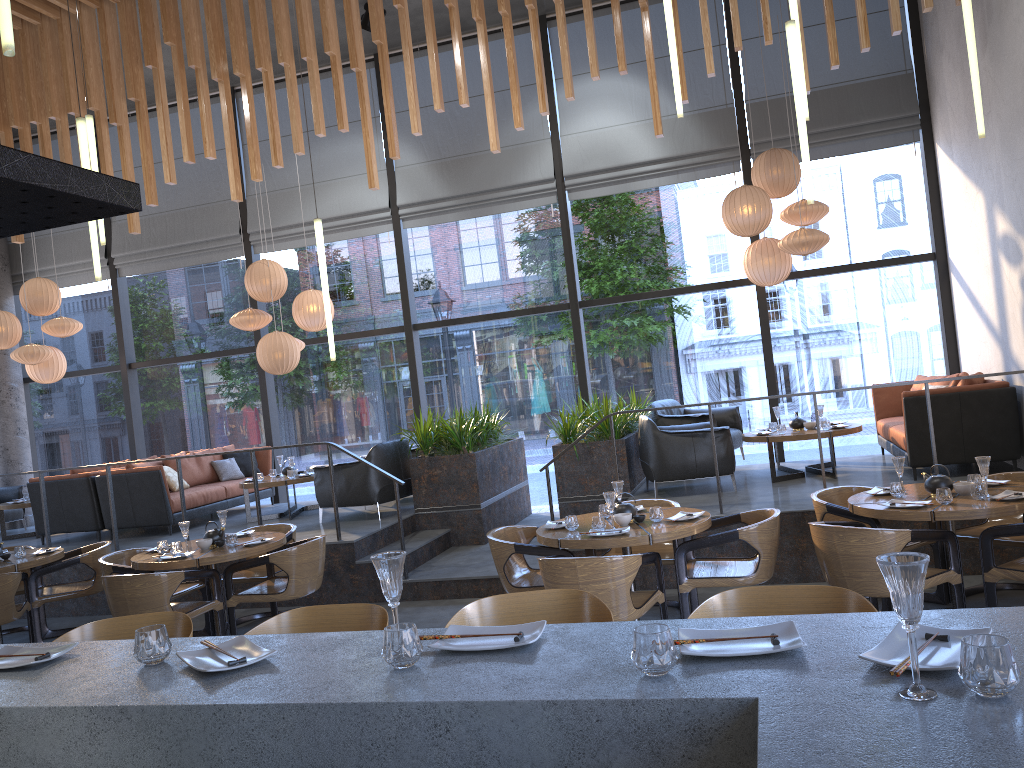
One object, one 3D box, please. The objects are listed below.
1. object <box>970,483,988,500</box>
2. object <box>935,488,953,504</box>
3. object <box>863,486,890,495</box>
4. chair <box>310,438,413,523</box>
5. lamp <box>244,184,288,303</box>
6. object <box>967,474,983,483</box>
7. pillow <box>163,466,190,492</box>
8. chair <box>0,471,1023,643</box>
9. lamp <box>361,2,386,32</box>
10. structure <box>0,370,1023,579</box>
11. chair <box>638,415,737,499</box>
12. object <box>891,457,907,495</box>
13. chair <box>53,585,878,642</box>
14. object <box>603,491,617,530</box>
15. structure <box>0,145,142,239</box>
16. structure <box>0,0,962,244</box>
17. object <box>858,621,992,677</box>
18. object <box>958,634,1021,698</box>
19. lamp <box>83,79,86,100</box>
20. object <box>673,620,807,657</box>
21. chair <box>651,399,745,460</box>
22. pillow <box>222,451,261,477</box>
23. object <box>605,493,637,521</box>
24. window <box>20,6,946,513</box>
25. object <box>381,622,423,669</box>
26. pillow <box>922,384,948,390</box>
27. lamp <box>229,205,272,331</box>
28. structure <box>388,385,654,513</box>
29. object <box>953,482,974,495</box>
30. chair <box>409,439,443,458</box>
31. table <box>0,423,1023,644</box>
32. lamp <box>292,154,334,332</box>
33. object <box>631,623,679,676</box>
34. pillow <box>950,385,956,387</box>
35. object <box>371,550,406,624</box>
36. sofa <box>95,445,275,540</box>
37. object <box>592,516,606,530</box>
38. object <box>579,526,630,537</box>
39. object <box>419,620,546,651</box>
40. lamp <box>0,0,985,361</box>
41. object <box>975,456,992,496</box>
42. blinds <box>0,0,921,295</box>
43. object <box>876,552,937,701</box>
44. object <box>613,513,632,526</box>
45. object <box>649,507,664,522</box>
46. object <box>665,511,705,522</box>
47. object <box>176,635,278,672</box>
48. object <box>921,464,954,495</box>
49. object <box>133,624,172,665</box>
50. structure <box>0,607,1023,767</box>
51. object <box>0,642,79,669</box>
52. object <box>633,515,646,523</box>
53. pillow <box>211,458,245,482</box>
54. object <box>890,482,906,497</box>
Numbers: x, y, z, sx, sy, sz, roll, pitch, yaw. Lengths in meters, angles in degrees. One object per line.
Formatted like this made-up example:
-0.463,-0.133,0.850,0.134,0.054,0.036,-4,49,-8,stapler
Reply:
2.627,0.606,4.990,0.086,0.086,0.086,-6,0,-8,object
2.419,0.629,4.965,0.086,0.086,0.086,-6,0,-12,object
2.313,0.674,5.552,0.170,0.025,0.294,-7,0,41,object
-1.464,0.969,9.091,0.833,0.743,1.030,-7,0,23,chair
-2.869,-2.098,9.967,0.465,2.374,0.465,-7,0,39,lamp
2.785,0.589,5.337,0.086,0.086,0.086,-7,0,10,object
-3.838,1.057,9.965,0.289,0.311,0.393,-6,0,-4,pillow
-1.650,1.511,5.126,9.749,0.759,4.352,-7,0,17,chair
-1.499,-3.857,9.338,0.300,0.367,0.273,-7,0,35,lamp
-3.134,-0.141,3.374,11.718,4.117,9.054,-7,0,16,structure
1.599,0.619,8.223,0.833,0.743,1.030,-6,0,1,chair
2.386,0.563,5.448,0.082,0.227,0.082,-6,0,-12,object
0.197,1.139,0.498,2.787,1.047,5.395,-6,0,-7,chair
0.599,0.765,5.338,0.082,0.227,0.082,-6,0,-15,object
-5.917,-0.548,1.353,8.600,2.382,4.958,-7,0,16,structure
-2.834,-0.953,3.158,10.399,5.894,10.127,-7,0,16,structure
0.749,0.489,1.616,0.170,0.025,0.294,-7,0,41,object
0.766,0.455,1.426,0.086,0.086,0.086,-7,0,43,object
-5.007,-3.456,10.340,0.300,0.367,0.273,-6,0,-33,lamp
0.435,0.525,1.800,0.294,0.025,0.170,-6,0,9,object
1.942,0.507,9.397,0.833,0.743,1.030,-7,0,30,chair
-3.378,1.003,11.057,0.418,0.345,0.242,-6,0,-34,pillow
0.706,0.779,5.621,0.163,0.179,0.168,-6,0,-36,object
-3.032,-0.919,4.760,12.739,5.897,12.900,-7,0,16,window
-0.239,0.570,1.929,0.086,0.086,0.086,-7,0,16,object
4.011,0.162,8.529,0.289,0.311,0.393,-6,0,-4,pillow
-3.061,-1.726,10.018,0.467,2.271,0.467,-6,0,-21,lamp
-5.189,1.489,6.216,15.715,1.608,4.306,-6,0,-36,structure
2.646,0.615,5.188,0.116,0.065,0.116,-7,0,41,object
-1.146,0.938,10.230,0.833,0.743,1.030,-6,0,1,chair
-1.898,1.440,6.809,10.659,0.968,6.876,-7,0,16,table
-2.232,-2.180,6.833,0.468,3.124,6.999,-6,0,-3,lamp
0.273,0.512,1.701,0.086,0.086,0.086,-7,0,37,object
3.550,0.205,7.437,0.418,0.345,0.242,-6,0,-34,pillow
-0.271,0.503,2.035,0.082,0.227,0.082,-6,0,-40,object
-3.695,1.193,10.333,0.864,0.811,2.226,-7,0,16,sofa
0.524,0.845,5.358,0.086,0.086,0.086,-7,0,41,object
0.541,0.874,5.206,0.294,0.025,0.170,-7,0,13,object
-0.078,0.584,2.034,0.294,0.025,0.170,-7,0,14,object
-2.907,-5.119,2.595,8.975,10.231,8.774,-7,0,14,lamp
2.688,0.528,5.040,0.082,0.227,0.082,-7,0,38,object
-5.568,-2.427,8.436,17.610,2.314,8.760,-6,0,-31,blinds
0.653,0.396,1.454,0.082,0.227,0.082,-6,0,-12,object
0.685,0.838,5.474,0.116,0.065,0.116,-6,0,-5,object
0.889,0.804,5.465,0.086,0.086,0.086,-7,0,18,object
1.050,0.817,5.429,0.170,0.025,0.294,-7,0,35,object
-0.701,0.655,2.147,0.170,0.025,0.294,-6,0,-37,object
2.547,0.569,5.302,0.168,0.179,0.163,-7,0,20,object
-0.887,0.645,2.188,0.086,0.086,0.086,-6,0,-9,object
-3.810,1.416,0.716,8.945,1.400,4.889,-7,0,16,structure
-1.326,0.726,2.348,0.294,0.025,0.170,-7,0,14,object
0.793,0.838,5.502,0.080,0.042,0.080,-6,0,-20,object
-3.460,1.044,10.787,0.203,0.263,0.332,-7,0,36,pillow
2.331,0.641,5.363,0.086,0.086,0.086,-7,0,39,object
